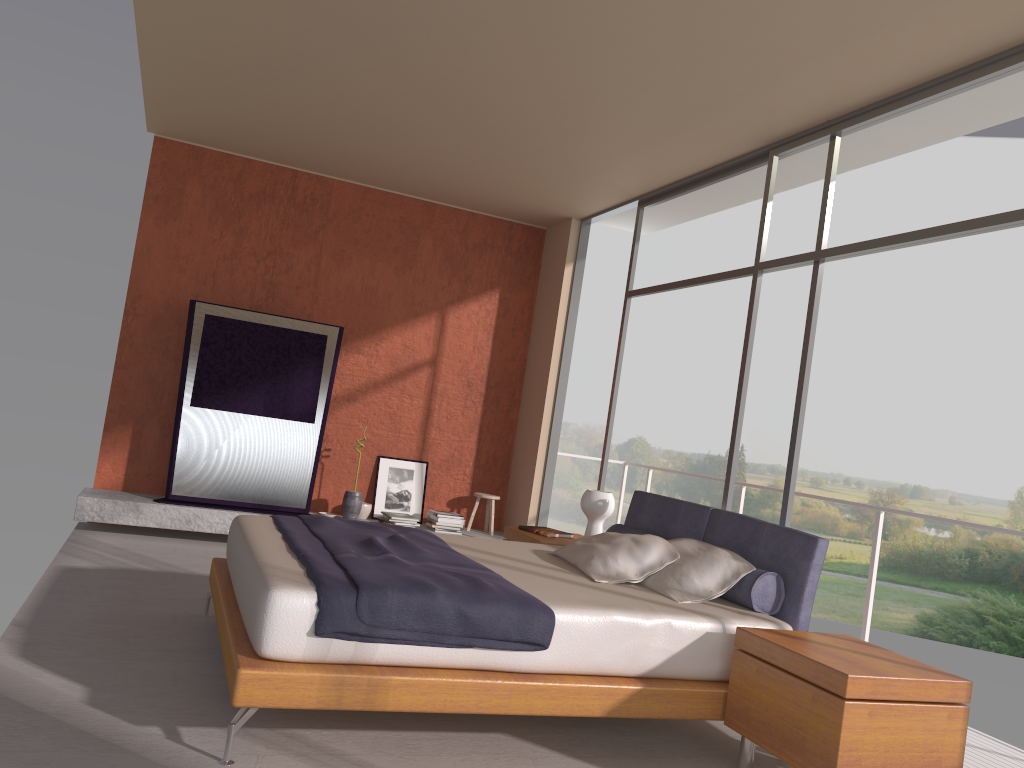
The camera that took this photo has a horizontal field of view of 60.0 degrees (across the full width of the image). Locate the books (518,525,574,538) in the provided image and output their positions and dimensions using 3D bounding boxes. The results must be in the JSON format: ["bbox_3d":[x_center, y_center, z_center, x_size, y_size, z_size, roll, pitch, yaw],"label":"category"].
[{"bbox_3d":[0.226,0.980,5.884,0.247,0.025,0.287,11,-4,-40],"label":"books"}]

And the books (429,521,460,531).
[{"bbox_3d":[-0.579,1.220,7.643,0.247,0.025,0.287,9,-3,-10],"label":"books"}]

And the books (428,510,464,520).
[{"bbox_3d":[-0.571,1.130,7.672,0.247,0.025,0.287,10,-3,-21],"label":"books"}]

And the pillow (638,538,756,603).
[{"bbox_3d":[0.801,0.888,4.283,0.400,0.265,0.791,9,-3,-18],"label":"pillow"}]

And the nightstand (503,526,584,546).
[{"bbox_3d":[0.281,1.278,5.786,0.562,0.556,0.628,10,-3,-21],"label":"nightstand"}]

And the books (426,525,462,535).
[{"bbox_3d":[-0.589,1.259,7.659,0.247,0.018,0.328,10,-3,-19],"label":"books"}]

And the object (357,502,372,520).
[{"bbox_3d":[-1.301,1.090,7.614,0.179,0.137,0.180,9,-3,-8],"label":"object"}]

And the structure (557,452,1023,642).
[{"bbox_3d":[2.010,1.159,4.358,0.728,1.005,7.689,10,-3,-21],"label":"structure"}]

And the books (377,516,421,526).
[{"bbox_3d":[-0.966,1.170,7.554,0.247,0.018,0.328,11,-4,-36],"label":"books"}]

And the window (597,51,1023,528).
[{"bbox_3d":[1.854,0.124,4.088,0.075,3.133,6.106,10,-3,-21],"label":"window"}]

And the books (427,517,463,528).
[{"bbox_3d":[-0.579,1.193,7.663,0.247,0.027,0.328,10,-3,-19],"label":"books"}]

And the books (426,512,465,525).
[{"bbox_3d":[-0.574,1.161,7.665,0.247,0.038,0.319,10,-3,-23],"label":"books"}]

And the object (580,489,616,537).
[{"bbox_3d":[0.540,0.855,5.689,0.224,0.338,0.224,9,-3,-9],"label":"object"}]

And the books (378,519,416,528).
[{"bbox_3d":[-0.979,1.190,7.540,0.247,0.025,0.287,10,-3,-24],"label":"books"}]

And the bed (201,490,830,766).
[{"bbox_3d":[-0.096,0.942,4.247,2.462,0.959,2.017,10,-3,-21],"label":"bed"}]

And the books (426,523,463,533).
[{"bbox_3d":[-0.588,1.242,7.666,0.247,0.018,0.287,10,-3,-21],"label":"books"}]

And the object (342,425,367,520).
[{"bbox_3d":[-1.297,0.740,7.432,0.165,0.810,0.165,8,-3,3],"label":"object"}]

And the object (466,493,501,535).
[{"bbox_3d":[-0.234,1.165,7.944,0.260,0.349,0.257,6,-4,39],"label":"object"}]

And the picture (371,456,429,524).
[{"bbox_3d":[-0.987,0.937,7.842,0.458,0.550,0.117,10,-3,-21],"label":"picture"}]

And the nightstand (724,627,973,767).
[{"bbox_3d":[1.222,1.283,3.319,0.562,0.556,0.628,10,-3,-21],"label":"nightstand"}]

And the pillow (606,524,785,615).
[{"bbox_3d":[0.887,0.929,4.608,0.205,0.201,1.470,10,-3,-21],"label":"pillow"}]

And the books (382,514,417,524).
[{"bbox_3d":[-0.955,1.148,7.542,0.247,0.025,0.287,10,-3,-18],"label":"books"}]

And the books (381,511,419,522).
[{"bbox_3d":[-0.955,1.127,7.548,0.247,0.018,0.328,10,-3,-24],"label":"books"}]

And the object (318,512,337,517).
[{"bbox_3d":[-1.541,1.100,7.400,0.152,0.040,0.152,8,-3,14],"label":"object"}]

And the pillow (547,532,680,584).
[{"bbox_3d":[0.501,0.868,4.552,0.431,0.264,0.869,9,-3,-13],"label":"pillow"}]

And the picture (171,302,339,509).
[{"bbox_3d":[-2.043,0.185,7.050,1.129,1.496,0.126,10,-3,-21],"label":"picture"}]
